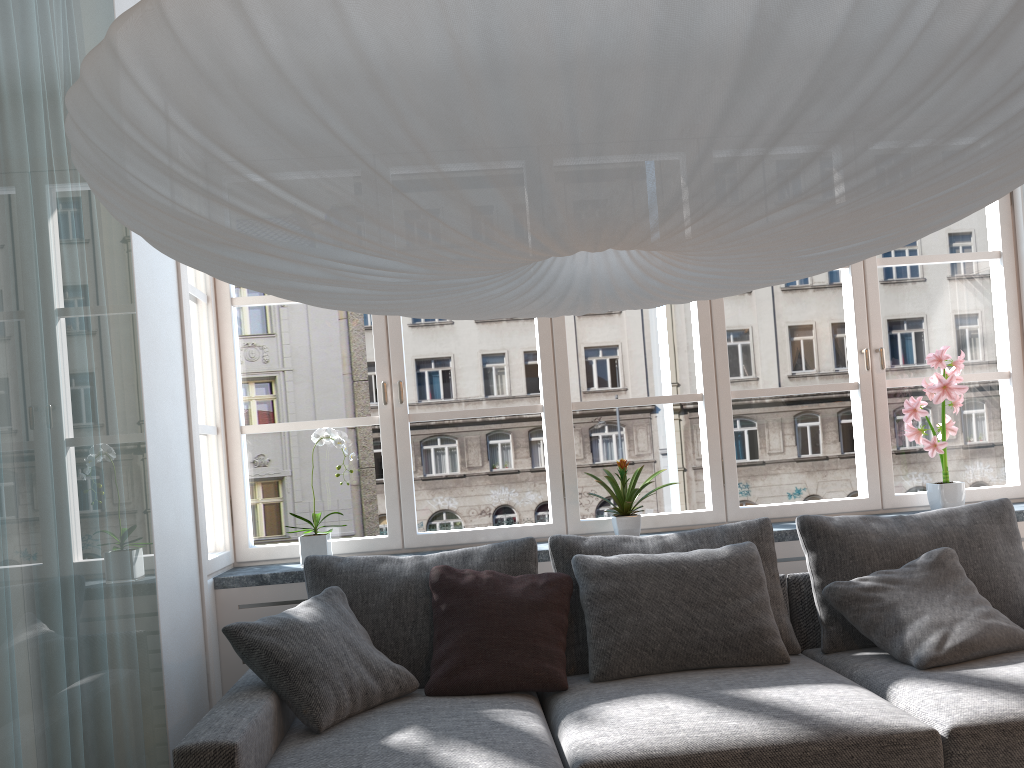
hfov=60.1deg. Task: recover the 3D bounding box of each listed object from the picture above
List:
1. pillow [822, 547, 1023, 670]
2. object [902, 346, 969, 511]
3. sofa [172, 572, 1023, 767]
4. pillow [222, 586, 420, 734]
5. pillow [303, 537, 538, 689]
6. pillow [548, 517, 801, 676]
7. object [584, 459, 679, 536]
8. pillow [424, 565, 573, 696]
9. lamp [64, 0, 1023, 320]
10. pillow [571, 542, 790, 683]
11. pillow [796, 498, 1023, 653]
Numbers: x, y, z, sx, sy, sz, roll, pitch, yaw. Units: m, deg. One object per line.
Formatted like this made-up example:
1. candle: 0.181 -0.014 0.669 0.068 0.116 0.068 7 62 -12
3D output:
1. pillow: 1.373 0.729 2.934 0.491 0.320 0.446 -3 -3 -23
2. object: 1.775 0.192 3.683 0.200 0.690 0.298 -4 -1 -25
3. sofa: 0.700 0.981 2.256 3.066 0.670 2.046 -4 -4 -4
4. pillow: -0.579 0.838 2.732 0.348 0.359 0.515 -6 -3 35
5. pillow: -0.303 0.806 3.054 0.836 0.477 0.275 -4 -1 -4
6. pillow: 0.562 0.744 3.127 0.839 0.474 0.277 -4 -1 -4
7. object: 0.486 0.461 3.576 0.375 0.328 0.324 -3 -3 -29
8. pillow: -0.036 0.798 2.916 0.521 0.403 0.311 -4 -2 -2
9. lamp: 0.123 -0.262 1.390 1.475 0.209 1.469 -7 -5 32
10. pillow: 0.560 0.759 2.984 0.666 0.397 0.293 -4 -2 -4
11. pillow: 1.472 0.682 3.182 0.836 0.476 0.275 -4 -1 -4
